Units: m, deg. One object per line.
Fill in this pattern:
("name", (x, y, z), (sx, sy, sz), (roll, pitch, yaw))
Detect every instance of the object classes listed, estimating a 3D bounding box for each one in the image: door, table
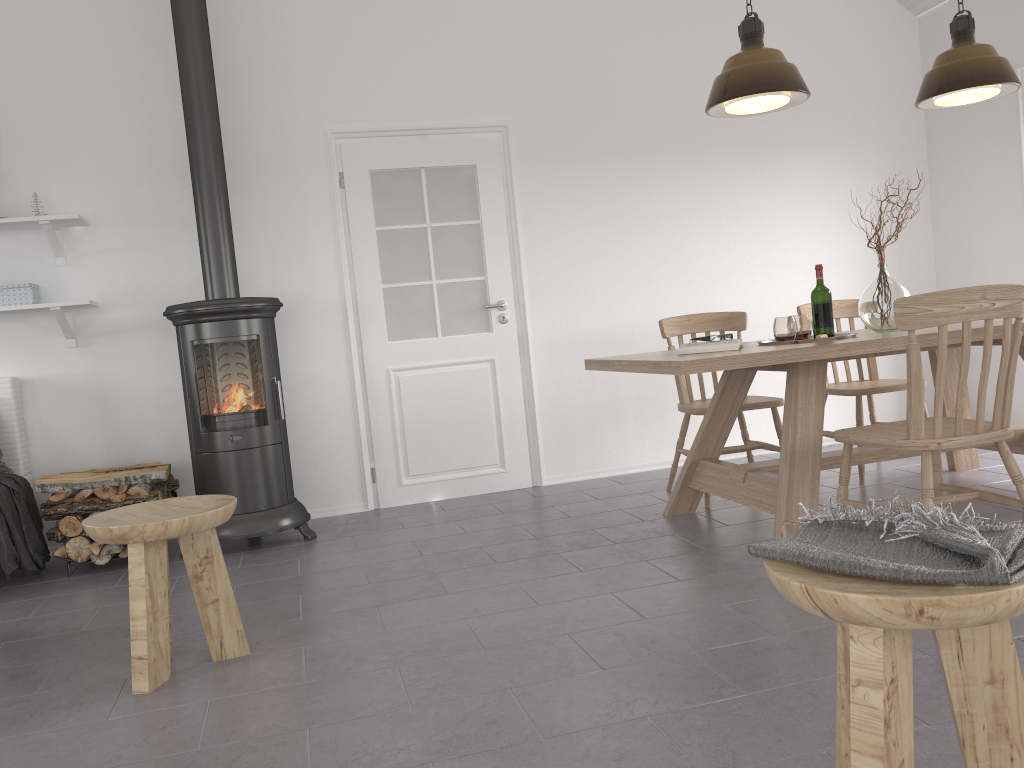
("door", (-0.416, -0.348, 4.946), (0.902, 2.013, 0.101), (-6, 3, -14))
("table", (1.590, 0.154, 3.762), (2.300, 0.749, 1.001), (-6, 3, -14))

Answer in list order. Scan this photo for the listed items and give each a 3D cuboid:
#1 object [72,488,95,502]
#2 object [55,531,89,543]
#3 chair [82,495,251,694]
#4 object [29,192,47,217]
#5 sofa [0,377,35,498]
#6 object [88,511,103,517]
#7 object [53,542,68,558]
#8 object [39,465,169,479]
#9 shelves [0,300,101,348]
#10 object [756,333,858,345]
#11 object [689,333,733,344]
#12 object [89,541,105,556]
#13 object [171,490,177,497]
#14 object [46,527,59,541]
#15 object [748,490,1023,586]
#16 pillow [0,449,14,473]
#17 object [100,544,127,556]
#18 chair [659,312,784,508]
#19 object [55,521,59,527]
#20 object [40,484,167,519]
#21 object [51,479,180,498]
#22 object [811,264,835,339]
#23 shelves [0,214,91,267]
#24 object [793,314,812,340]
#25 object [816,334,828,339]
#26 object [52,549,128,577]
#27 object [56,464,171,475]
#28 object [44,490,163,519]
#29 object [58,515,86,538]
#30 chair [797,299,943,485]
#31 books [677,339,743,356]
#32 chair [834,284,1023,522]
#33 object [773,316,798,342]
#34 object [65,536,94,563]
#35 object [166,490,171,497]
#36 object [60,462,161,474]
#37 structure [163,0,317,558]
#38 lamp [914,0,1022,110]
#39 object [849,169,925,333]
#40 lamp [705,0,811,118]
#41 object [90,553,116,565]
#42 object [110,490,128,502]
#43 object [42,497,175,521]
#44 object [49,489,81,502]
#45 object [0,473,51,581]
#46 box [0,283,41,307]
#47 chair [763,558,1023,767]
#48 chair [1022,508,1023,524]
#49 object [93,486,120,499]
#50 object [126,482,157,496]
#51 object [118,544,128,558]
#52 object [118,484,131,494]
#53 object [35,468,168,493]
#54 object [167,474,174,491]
("object", (-1.978, 0.490, 4.192), (0.098, 0.060, 0.467), (-6, 3, -11))
("object", (-1.861, 0.681, 4.099), (0.468, 0.069, 0.095), (-6, 3, -14))
("chair", (-1.019, 0.611, 2.652), (0.431, 0.479, 0.431), (-7, 4, -17))
("object", (-2.312, -0.864, 4.314), (0.073, 0.142, 0.072), (-4, 4, 19))
("sofa", (-3.040, 0.578, 2.846), (2.017, 0.932, 2.855), (-6, 3, -14))
("object", (-1.929, 0.619, 4.221), (0.110, 0.109, 0.463), (-7, 3, -16))
("object", (-2.088, 0.744, 4.227), (0.052, 0.056, 0.561), (-6, 3, -14))
("object", (-1.912, 0.437, 4.162), (0.562, 0.074, 0.095), (-6, 3, -13))
("shelves", (-2.930, -0.204, 4.174), (1.820, 0.212, 0.269), (-6, 3, -14))
("object", (1.198, -0.181, 3.608), (0.394, 0.014, 0.394), (-4, 4, 30))
("object", (0.793, -0.180, 3.523), (0.141, 0.030, 0.135), (-7, 4, -29))
("object", (-1.917, 0.731, 4.216), (0.057, 0.050, 0.561), (-6, 3, -14))
("object", (-1.720, 0.598, 4.277), (0.118, 0.142, 0.520), (-6, 3, -10))
("object", (-1.890, 0.683, 4.179), (0.539, 0.070, 0.101), (-6, 3, -13))
("object", (0.654, 0.262, 1.502), (0.348, 0.120, 0.462), (-9, 5, -44))
("pillow", (-2.609, 0.272, 4.043), (0.519, 0.395, 0.334), (-8, 4, -36))
("object", (-1.860, 0.722, 4.231), (0.097, 0.056, 0.562), (-6, 3, -14))
("chair", (1.046, 0.093, 4.380), (0.506, 0.902, 0.519), (-6, 3, -9))
("object", (-1.939, 0.674, 4.384), (0.569, 0.078, 0.115), (-6, 3, -13))
("object", (-1.907, 0.544, 4.158), (0.538, 0.082, 0.099), (-6, 3, -14))
("object", (-1.904, 0.514, 4.270), (0.562, 0.057, 0.097), (-6, 3, -14))
("object", (1.258, -0.334, 3.605), (0.081, 0.303, 0.081), (-2, 5, 43))
("shelves", (-2.970, -0.612, 4.150), (1.820, 0.212, 0.269), (-6, 3, -14))
("object", (1.204, -0.236, 3.714), (0.095, 0.106, 0.095), (-5, 3, 15))
("object", (1.225, -0.184, 3.506), (0.046, 0.024, 0.024), (-8, 4, -34))
("object", (-1.898, 0.784, 4.256), (0.456, 0.118, 0.478), (-6, 3, -14))
("object", (-1.928, 0.437, 4.266), (0.541, 0.070, 0.101), (-6, 3, -13))
("object", (-1.852, 0.548, 4.042), (0.480, 0.104, 0.126), (-6, 3, -12))
("object", (-2.045, 0.632, 4.217), (0.103, 0.107, 0.516), (-7, 3, -15))
("chair", (1.810, 0.007, 4.569), (0.506, 0.902, 0.519), (-6, 3, -14))
("books", (0.792, -0.150, 3.525), (0.231, 0.040, 0.342), (-5, 4, 18))
("chair", (1.346, 0.153, 2.851), (0.506, 0.902, 0.519), (-6, 3, -14))
("object", (1.103, -0.218, 3.576), (0.095, 0.106, 0.095), (-5, 3, 15))
("object", (-1.993, 0.744, 4.234), (0.118, 0.142, 0.520), (-6, 3, -10))
("object", (-1.937, 0.556, 4.283), (0.539, 0.070, 0.101), (-6, 3, -13))
("object", (-1.957, 0.436, 4.345), (0.467, 0.063, 0.095), (-6, 3, -14))
("structure", (-1.555, -1.648, 4.233), (0.643, 4.887, 0.626), (-8, 4, -38))
("lamp", (1.866, -2.109, 3.753), (0.410, 1.796, 0.410), (-4, 4, 21))
("object", (1.570, -0.551, 3.675), (0.291, 0.666, 0.313), (-3, 4, 39))
("lamp", (0.865, -2.351, 3.492), (0.410, 2.502, 0.410), (-6, 3, -9))
("object", (-1.898, 0.768, 4.234), (0.095, 0.063, 0.562), (-6, 3, -13))
("object", (-1.828, 0.495, 4.197), (0.059, 0.048, 0.529), (-6, 3, -14))
("object", (-1.871, 0.578, 4.138), (0.562, 0.063, 0.095), (-6, 3, -13))
("object", (-2.058, 0.497, 4.167), (0.098, 0.061, 0.467), (-6, 3, -13))
("object", (-2.832, 0.700, 3.840), (1.449, 0.508, 0.716), (-7, 4, -24))
("box", (-2.419, -0.423, 4.308), (0.202, 0.110, 0.137), (-6, 3, -14))
("chair", (0.655, 0.517, 1.454), (0.431, 0.479, 0.431), (-5, 3, 3))
("chair", (2.110, 0.067, 3.041), (0.506, 0.902, 0.519), (-6, 3, -9))
("object", (-1.891, 0.480, 4.214), (0.096, 0.068, 0.467), (-6, 3, -14))
("object", (-1.753, 0.466, 4.245), (0.098, 0.088, 0.466), (-6, 3, -13))
("object", (-1.807, 0.750, 4.275), (0.096, 0.067, 0.467), (-6, 3, -14))
("object", (-1.818, 0.473, 4.219), (0.044, 0.034, 0.425), (-6, 3, -15))
("object", (-1.880, 0.441, 4.060), (0.571, 0.079, 0.115), (-6, 3, -13))
("object", (-1.928, 0.523, 4.387), (0.483, 0.097, 0.123), (-6, 3, -12))
